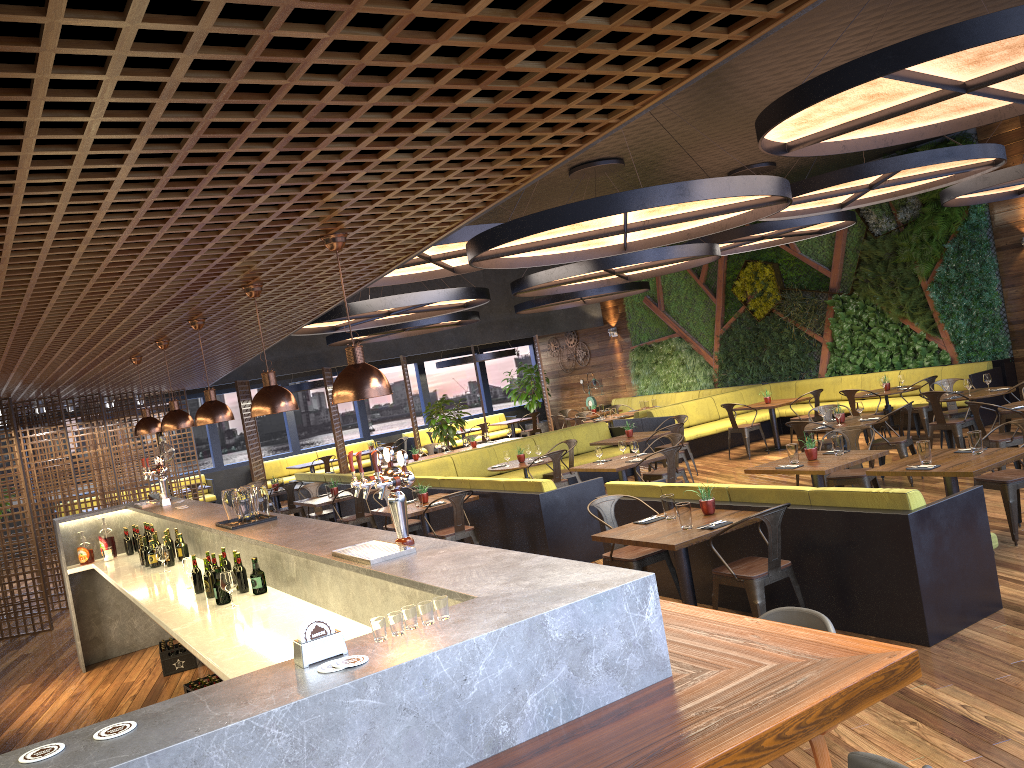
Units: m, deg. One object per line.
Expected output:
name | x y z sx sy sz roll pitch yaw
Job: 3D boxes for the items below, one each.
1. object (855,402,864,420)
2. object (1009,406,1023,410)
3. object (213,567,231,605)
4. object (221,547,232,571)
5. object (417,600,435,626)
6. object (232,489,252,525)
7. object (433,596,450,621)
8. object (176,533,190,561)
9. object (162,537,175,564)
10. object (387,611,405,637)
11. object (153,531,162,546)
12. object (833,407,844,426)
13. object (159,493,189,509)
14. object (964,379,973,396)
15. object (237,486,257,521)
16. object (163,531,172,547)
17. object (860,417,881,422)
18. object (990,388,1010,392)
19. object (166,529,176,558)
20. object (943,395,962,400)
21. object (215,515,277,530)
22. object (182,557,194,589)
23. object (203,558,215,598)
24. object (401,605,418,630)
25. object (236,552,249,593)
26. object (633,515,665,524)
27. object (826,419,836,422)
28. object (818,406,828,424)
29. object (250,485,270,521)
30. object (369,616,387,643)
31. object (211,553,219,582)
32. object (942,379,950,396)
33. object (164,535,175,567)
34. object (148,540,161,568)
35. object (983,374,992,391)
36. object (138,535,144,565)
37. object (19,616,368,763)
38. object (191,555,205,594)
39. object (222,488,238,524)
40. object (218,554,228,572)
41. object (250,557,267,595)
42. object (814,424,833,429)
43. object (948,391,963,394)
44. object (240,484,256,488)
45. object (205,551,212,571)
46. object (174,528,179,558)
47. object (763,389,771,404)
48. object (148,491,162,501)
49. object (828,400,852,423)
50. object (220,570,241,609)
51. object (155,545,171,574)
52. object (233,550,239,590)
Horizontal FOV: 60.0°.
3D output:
object | 4.067 0.314 10.364 0.097 0.206 0.097 -10 1 10
object | 5.228 0.230 9.060 0.255 0.019 0.157 -10 1 -1
object | -1.765 1.221 5.375 0.088 0.224 0.088 -10 1 -2
object | -1.921 1.223 5.958 0.063 0.254 0.063 -10 1 -30
object | -0.233 0.627 2.425 0.042 0.059 0.042 -11 1 -34
object | -1.610 0.739 5.299 0.105 0.209 0.105 -10 1 3
object | -0.194 0.620 2.450 0.042 0.059 0.042 -11 1 -34
object | -2.748 1.357 7.386 0.088 0.224 0.088 -11 1 -37
object | -2.858 1.376 7.350 0.088 0.224 0.088 -10 1 -2
object | -0.309 0.641 2.370 0.042 0.059 0.042 -11 1 -34
object | -3.033 1.387 7.589 0.063 0.254 0.063 -9 1 30
object | 3.752 0.371 10.198 0.097 0.206 0.097 -9 1 30
object | -2.770 0.955 7.387 0.200 0.106 0.766 -10 1 -32
object | 5.587 0.041 10.856 0.097 0.206 0.097 -11 1 -42
object | -1.617 0.738 5.422 0.105 0.209 0.105 -10 1 3
object | -2.914 1.368 7.505 0.063 0.254 0.063 -10 1 -29
object | 4.098 0.407 10.192 0.255 0.019 0.157 -9 1 36
object | 5.965 0.070 10.889 0.255 0.019 0.157 -9 1 36
object | -2.942 1.371 7.627 0.063 0.254 0.063 -11 1 -35
object | 5.438 0.161 10.904 0.255 0.019 0.157 -11 1 -34
object | -1.626 0.836 5.414 0.273 0.019 0.437 -10 1 -32
object | -2.205 1.294 6.085 0.097 0.206 0.097 -10 1 17
object | -1.926 1.230 5.630 0.063 0.254 0.063 -10 1 -29
object | -0.276 0.635 2.409 0.042 0.059 0.042 -11 1 -34
object | -1.715 1.194 5.616 0.063 0.254 0.063 -10 1 -25
object | 1.037 1.000 6.587 0.255 0.019 0.157 -11 1 -32
object | 3.889 0.433 10.725 0.157 0.019 0.255 -10 1 11
object | 3.725 0.368 10.635 0.097 0.206 0.097 -10 1 -25
object | -1.514 0.721 5.346 0.105 0.209 0.105 -10 1 3
object | -0.351 0.649 2.344 0.042 0.059 0.042 -11 1 -34
object | -1.925 1.227 5.773 0.063 0.254 0.063 -11 1 -40
object | 5.535 0.042 11.307 0.097 0.206 0.097 -10 1 -16
object | -2.787 1.352 7.195 0.063 0.254 0.063 -11 1 -44
object | -2.942 1.392 7.277 0.088 0.224 0.088 -10 1 13
object | 5.934 -0.023 11.061 0.097 0.206 0.097 -10 1 10
object | -3.133 1.406 7.515 0.063 0.254 0.063 -10 1 10
object | -0.720 0.694 2.059 0.766 0.106 0.200 -10 1 -32
object | -2.081 1.253 5.852 0.063 0.254 0.063 -11 1 -35
object | -1.733 0.757 5.491 0.105 0.209 0.105 -10 1 3
object | -1.845 1.215 5.677 0.063 0.254 0.063 -10 1 -4
object | -1.576 1.186 5.491 0.088 0.224 0.088 -9 1 23
object | 3.603 0.492 10.246 0.255 0.019 0.157 -11 1 -34
object | 5.699 0.107 11.397 0.157 0.019 0.255 -10 1 11
object | -1.641 0.740 5.558 0.105 0.209 0.105 -10 1 3
object | -2.008 1.240 5.905 0.063 0.254 0.063 -9 1 30
object | -2.840 1.354 7.552 0.063 0.254 0.063 -9 1 30
object | 4.164 0.186 14.527 0.260 0.271 0.238 -10 1 7
object | -3.328 1.043 8.329 0.177 0.091 0.091 -9 1 33
object | 3.821 0.320 10.386 0.260 0.271 0.238 -10 1 7
object | -1.675 1.217 5.263 0.097 0.206 0.097 -10 1 -1
object | -2.732 1.371 6.938 0.097 0.206 0.097 -10 1 -1
object | -1.769 1.201 5.725 0.063 0.254 0.063 -10 1 -4
